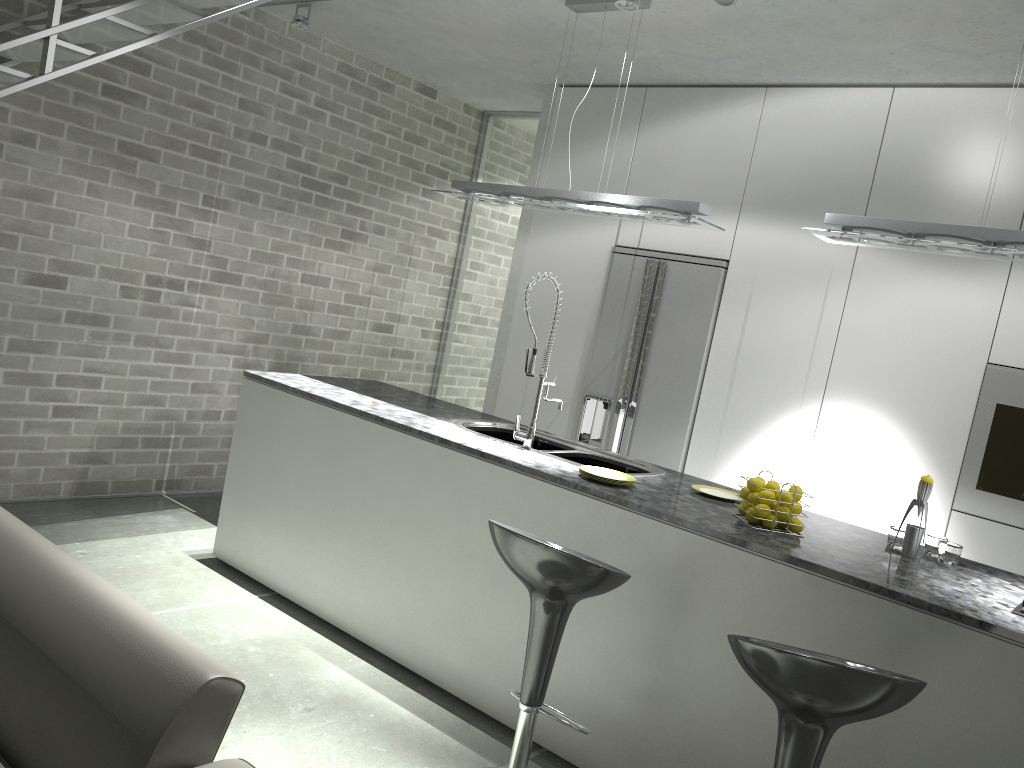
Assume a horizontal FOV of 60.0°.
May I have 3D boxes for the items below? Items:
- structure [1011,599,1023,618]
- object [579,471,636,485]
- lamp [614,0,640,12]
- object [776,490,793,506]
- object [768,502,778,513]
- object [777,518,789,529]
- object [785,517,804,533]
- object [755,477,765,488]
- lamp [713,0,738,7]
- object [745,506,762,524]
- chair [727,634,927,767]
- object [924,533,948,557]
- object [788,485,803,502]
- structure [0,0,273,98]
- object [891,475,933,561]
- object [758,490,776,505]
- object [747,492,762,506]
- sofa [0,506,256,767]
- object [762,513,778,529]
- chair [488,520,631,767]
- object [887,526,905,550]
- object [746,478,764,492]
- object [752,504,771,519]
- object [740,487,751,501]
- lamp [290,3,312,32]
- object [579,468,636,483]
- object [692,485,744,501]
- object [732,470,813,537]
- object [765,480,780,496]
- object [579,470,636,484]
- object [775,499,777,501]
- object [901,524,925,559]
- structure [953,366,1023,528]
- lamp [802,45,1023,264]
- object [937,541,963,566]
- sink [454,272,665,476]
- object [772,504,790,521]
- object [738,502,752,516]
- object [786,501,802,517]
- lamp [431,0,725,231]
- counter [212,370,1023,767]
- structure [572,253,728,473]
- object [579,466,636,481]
[{"bbox_3d":[1.745,0.690,2.529,0.500,0.038,0.500,15,6,38],"label":"structure"},{"bbox_3d":[0.354,0.355,3.320,0.217,0.017,0.216,9,5,-19],"label":"object"},{"bbox_3d":[0.485,-1.617,3.644,0.109,0.136,0.109,10,5,-10],"label":"lamp"},{"bbox_3d":[0.925,0.387,3.011,0.051,0.053,0.063,15,7,41],"label":"object"},{"bbox_3d":[0.902,0.427,3.038,0.051,0.053,0.062,15,6,36],"label":"object"},{"bbox_3d":[0.933,0.473,3.071,0.061,0.055,0.050,10,5,-16],"label":"object"},{"bbox_3d":[0.963,0.481,3.020,0.062,0.052,0.053,9,5,-23],"label":"object"},{"bbox_3d":[0.867,0.356,3.133,0.052,0.060,0.057,13,5,16],"label":"object"},{"bbox_3d":[0.819,-1.518,3.366,0.115,0.151,0.115,10,5,-9],"label":"lamp"},{"bbox_3d":[0.842,0.452,3.057,0.074,0.063,0.064,7,7,-41],"label":"object"},{"bbox_3d":[0.679,1.055,2.188,0.457,0.931,0.464,13,5,19],"label":"chair"},{"bbox_3d":[1.490,0.570,3.122,0.064,0.070,0.063,10,5,-14],"label":"object"},{"bbox_3d":[0.976,0.379,3.057,0.050,0.060,0.059,14,6,27],"label":"object"},{"bbox_3d":[-2.690,-1.408,3.319,0.902,4.246,4.345,15,6,38],"label":"structure"},{"bbox_3d":[1.392,0.449,3.014,0.088,0.288,0.101,9,5,-22],"label":"object"},{"bbox_3d":[0.866,0.386,3.018,0.061,0.052,0.053,15,7,41],"label":"object"},{"bbox_3d":[0.846,0.400,3.070,0.062,0.053,0.052,11,5,0],"label":"object"},{"bbox_3d":[-1.570,0.728,2.077,2.114,0.717,0.902,15,6,38],"label":"sofa"},{"bbox_3d":[0.877,0.465,3.012,0.051,0.053,0.063,15,6,36],"label":"object"},{"bbox_3d":[0.074,0.888,2.716,0.464,0.931,0.457,7,6,-38],"label":"chair"},{"bbox_3d":[1.362,0.544,3.130,0.064,0.070,0.063,10,5,-14],"label":"object"},{"bbox_3d":[0.845,0.352,3.085,0.053,0.051,0.063,10,5,-15],"label":"object"},{"bbox_3d":[0.844,0.431,2.999,0.061,0.054,0.052,12,5,5],"label":"object"},{"bbox_3d":[0.832,0.390,3.130,0.053,0.051,0.063,11,5,-3],"label":"object"},{"bbox_3d":[2.123,-1.395,4.814,6.854,0.136,0.110,11,5,3],"label":"lamp"},{"bbox_3d":[0.356,0.346,3.319,0.217,0.017,0.216,9,5,-19],"label":"object"},{"bbox_3d":[0.809,0.432,3.474,0.217,0.017,0.216,9,6,-26],"label":"object"},{"bbox_3d":[0.904,0.405,3.074,0.189,0.174,0.207,11,5,-7],"label":"object"},{"bbox_3d":[0.904,0.361,3.075,0.051,0.053,0.063,14,6,29],"label":"object"},{"bbox_3d":[0.355,0.351,3.319,0.217,0.017,0.216,9,5,-19],"label":"object"},{"bbox_3d":[0.940,0.400,3.082,0.055,0.051,0.061,13,5,22],"label":"object"},{"bbox_3d":[1.361,0.536,3.016,0.060,0.106,0.060,14,6,31],"label":"object"},{"bbox_3d":[2.381,0.319,3.891,0.692,0.680,0.036,15,6,38],"label":"structure"},{"bbox_3d":[1.821,-0.882,2.892,1.490,0.964,0.290,15,6,38],"label":"lamp"},{"bbox_3d":[1.494,0.579,3.030,0.063,0.070,0.064,6,7,-44],"label":"object"},{"bbox_3d":[0.225,0.052,3.909,0.987,1.023,0.546,15,6,38],"label":"sink"},{"bbox_3d":[0.913,0.436,3.010,0.061,0.055,0.051,12,5,7],"label":"object"},{"bbox_3d":[0.825,0.438,3.114,0.060,0.057,0.052,14,6,30],"label":"object"},{"bbox_3d":[0.965,0.428,3.041,0.061,0.054,0.053,10,5,-16],"label":"object"},{"bbox_3d":[0.342,-1.279,4.076,1.490,0.964,0.290,15,6,38],"label":"lamp"},{"bbox_3d":[0.526,0.875,3.476,4.400,0.960,0.900,15,6,38],"label":"counter"},{"bbox_3d":[0.725,0.217,5.227,0.743,1.900,0.160,15,6,38],"label":"structure"},{"bbox_3d":[0.357,0.341,3.319,0.217,0.017,0.216,9,5,-19],"label":"object"}]
